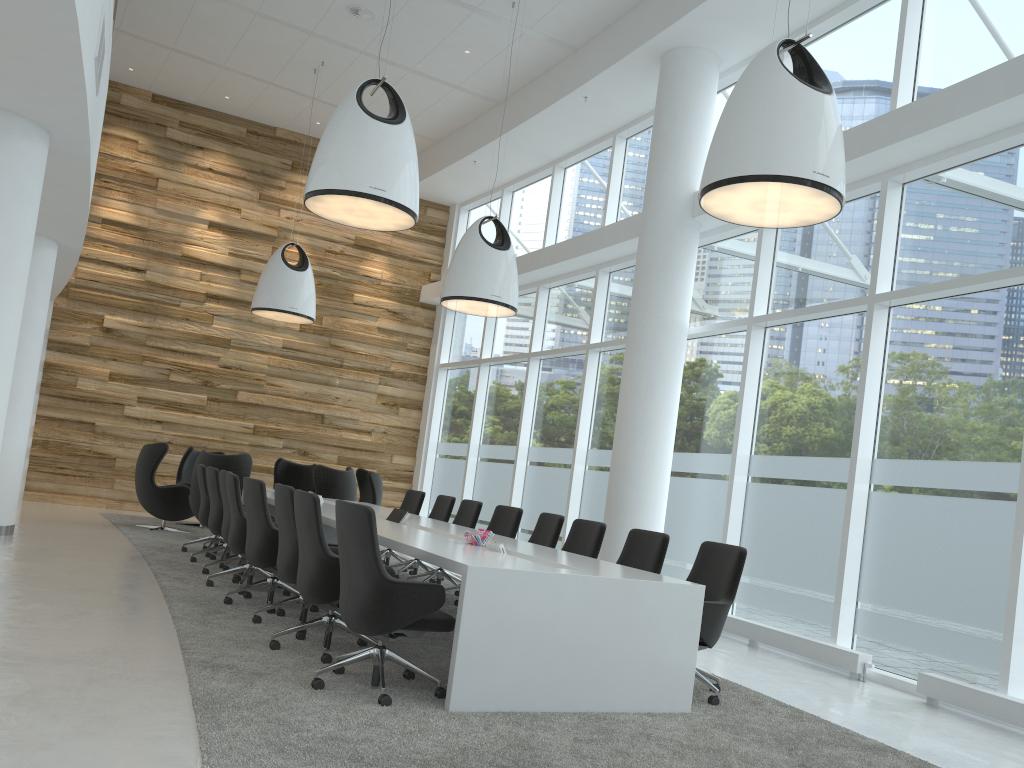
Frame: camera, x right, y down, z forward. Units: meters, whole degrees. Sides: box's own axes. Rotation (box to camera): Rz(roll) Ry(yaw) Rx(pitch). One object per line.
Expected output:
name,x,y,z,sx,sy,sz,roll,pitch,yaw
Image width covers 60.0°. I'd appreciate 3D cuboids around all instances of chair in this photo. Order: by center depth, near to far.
chair,-0.670,1.131,4.687,0.677,0.962,0.685,10,-5,-31
chair,-1.088,1.167,5.457,0.677,0.962,0.685,9,-5,-26
chair,1.091,1.474,5.648,0.676,0.962,0.686,9,-4,-21
chair,-1.410,1.213,6.206,0.677,0.962,0.685,9,-5,-26
chair,0.733,1.513,6.379,0.677,0.962,0.685,9,-5,-26
chair,-1.811,1.234,6.829,0.677,0.962,0.685,10,-5,-31
chair,0.360,1.550,7.108,0.677,0.962,0.685,9,-5,-26
chair,-2.178,1.268,7.523,0.676,0.962,0.686,9,-4,-21
chair,0.077,1.597,7.818,0.676,0.962,0.686,9,-4,-21
chair,-2.461,1.314,8.233,0.677,0.962,0.685,9,-5,-26
chair,-0.290,1.631,8.512,0.677,0.962,0.685,10,-5,-31
chair,-2.833,1.351,8.962,0.677,0.962,0.685,9,-5,-26
chair,-0.691,1.652,9.135,0.677,0.962,0.685,9,-5,-26
chair,-3.192,1.390,9.692,0.676,0.962,0.686,9,-4,-21
chair,-1.013,1.698,9.884,0.677,0.962,0.685,9,-5,-26
chair,-1.431,1.733,10.654,0.677,0.962,0.685,10,-5,-31
chair,-3.557,1.412,11.076,0.915,1.148,0.920,8,-4,-6
chair,-2.496,1.610,11.574,0.915,1.148,0.920,6,-5,24
chair,-4.501,1.364,11.711,0.922,1.148,0.913,11,-5,-36
chair,-2.366,1.771,12.804,0.922,1.148,0.913,11,-5,-36
chair,-4.426,1.511,12.879,0.915,1.148,0.920,6,-5,24
chair,-3.393,1.707,13.396,0.915,1.148,0.920,8,-4,-6

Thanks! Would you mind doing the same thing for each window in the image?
window,-17.807,-3.763,4.318,62.778,6.117,31.033,6,-7,14

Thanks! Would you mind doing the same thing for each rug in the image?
rug,-1.389,1.907,7.892,3.956,0.010,13.454,11,-7,-25

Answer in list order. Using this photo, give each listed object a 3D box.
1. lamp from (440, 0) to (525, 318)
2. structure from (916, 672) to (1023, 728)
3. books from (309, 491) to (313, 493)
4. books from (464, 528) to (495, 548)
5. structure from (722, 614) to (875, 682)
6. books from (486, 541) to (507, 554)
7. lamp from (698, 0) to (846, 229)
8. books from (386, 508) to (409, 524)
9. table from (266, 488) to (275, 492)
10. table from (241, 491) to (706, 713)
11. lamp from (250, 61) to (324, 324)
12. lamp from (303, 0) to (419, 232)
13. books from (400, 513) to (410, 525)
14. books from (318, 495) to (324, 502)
lamp,-0.140,-2.638,9.999,0.882,3.634,0.889,7,-3,17
structure,3.502,2.126,5.210,0.151,0.213,2.692,9,-7,-21
books,-2.237,1.344,10.033,0.153,0.240,0.182,9,-5,-26
books,-0.237,1.148,6.138,0.231,0.274,0.599,8,-6,-5
structure,2.256,2.307,8.132,0.151,0.213,2.691,9,-7,-24
books,-0.075,1.124,5.666,0.144,0.225,0.203,9,-5,-27
lamp,1.831,-2.899,5.590,0.882,3.634,0.889,6,-3,20
books,-1.057,1.222,7.880,0.140,0.229,0.357,9,-6,-26
table,-3.495,1.779,12.205,0.799,0.693,0.803,8,-5,-1
table,-1.055,1.551,7.674,1.507,0.736,6.559,10,-7,-26
lamp,-2.947,-2.722,12.405,0.882,3.634,0.889,7,-3,13
lamp,-0.929,-3.105,6.904,0.882,3.634,0.889,6,-3,19
books,-1.053,1.243,7.903,0.159,0.240,0.352,9,-6,-26
books,-2.083,1.336,9.733,0.139,0.222,0.162,9,-5,-26
